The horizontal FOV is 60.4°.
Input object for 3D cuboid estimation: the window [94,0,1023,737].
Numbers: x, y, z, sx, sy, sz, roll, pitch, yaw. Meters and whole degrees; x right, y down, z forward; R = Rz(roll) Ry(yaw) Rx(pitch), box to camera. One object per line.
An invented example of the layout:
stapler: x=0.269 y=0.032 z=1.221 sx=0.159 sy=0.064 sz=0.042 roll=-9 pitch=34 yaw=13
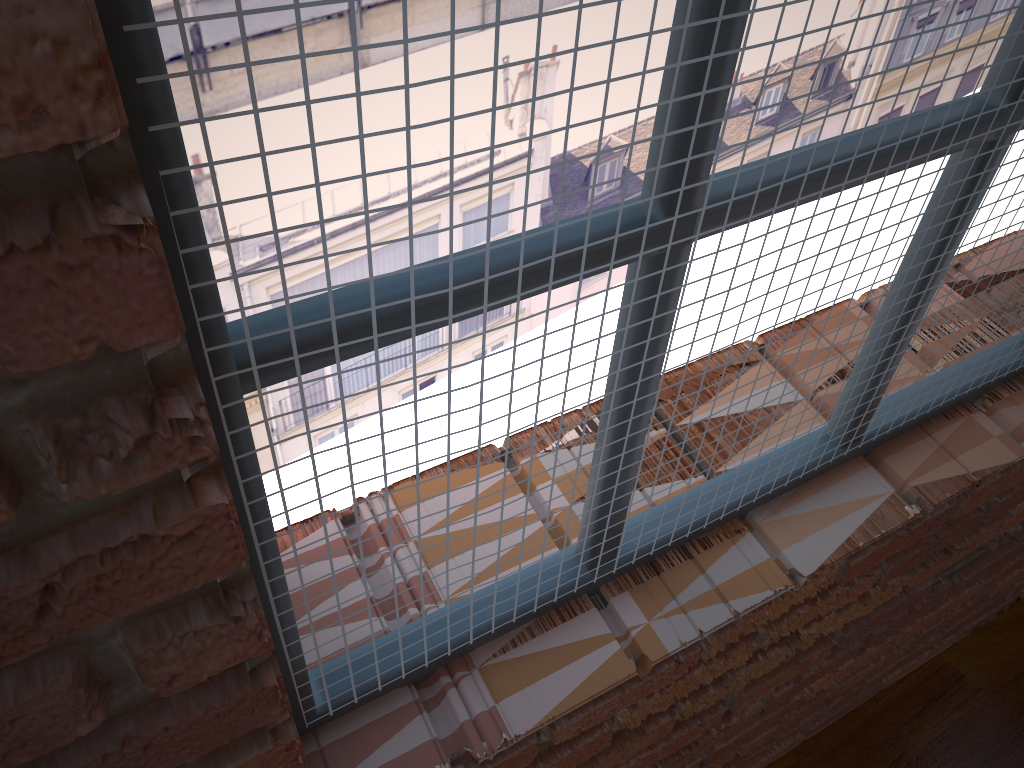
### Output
window: x=2.210 y=-2.984 z=3.254 sx=17.856 sy=9.313 sz=3.770 roll=-30 pitch=54 yaw=-29
